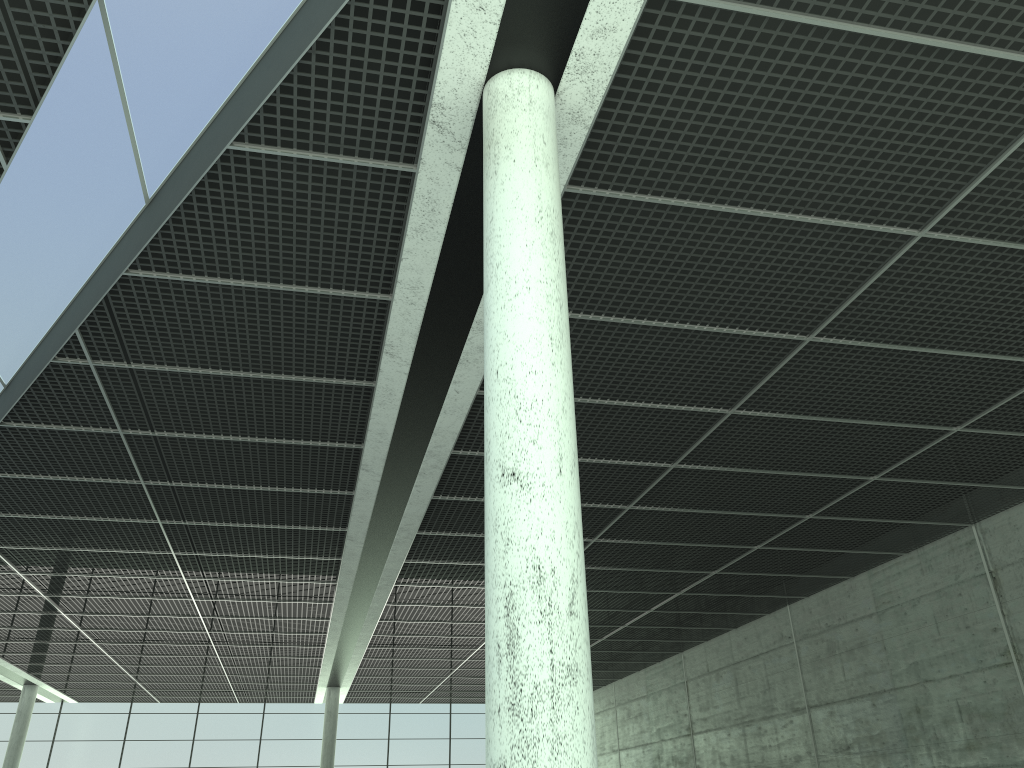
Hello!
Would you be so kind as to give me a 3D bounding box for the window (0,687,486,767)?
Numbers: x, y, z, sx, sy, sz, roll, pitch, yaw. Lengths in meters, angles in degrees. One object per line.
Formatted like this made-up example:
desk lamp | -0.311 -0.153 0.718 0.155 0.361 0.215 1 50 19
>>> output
window | -32.286 15.981 39.130 100.382 16.078 99.984 5 -29 -12
